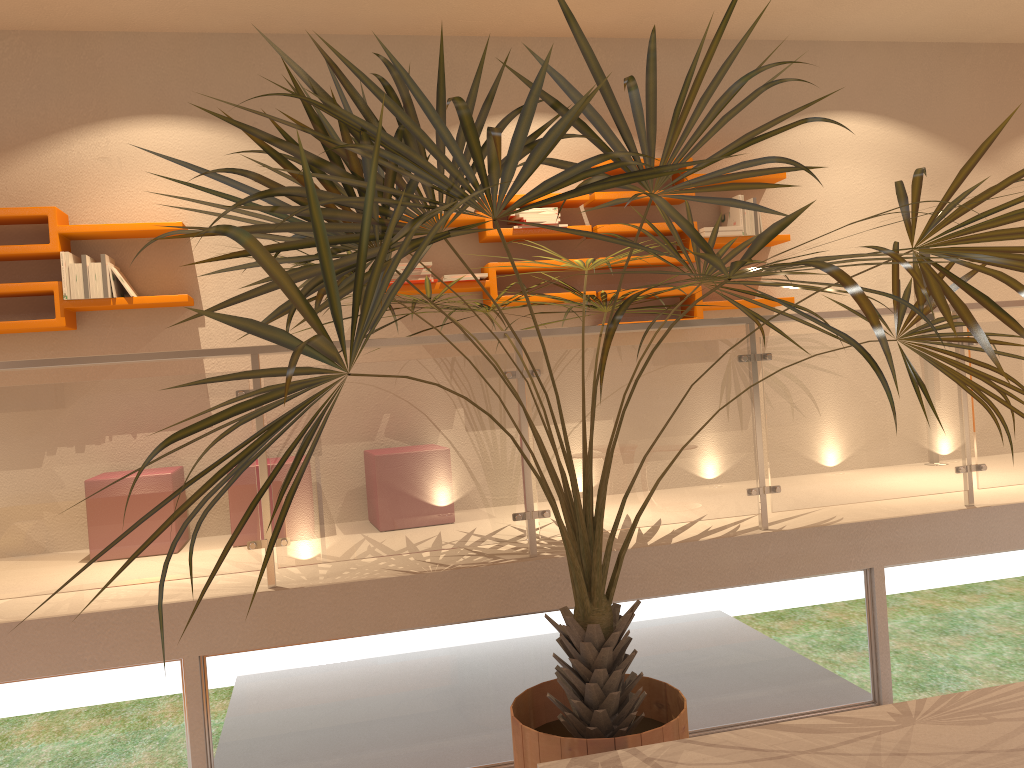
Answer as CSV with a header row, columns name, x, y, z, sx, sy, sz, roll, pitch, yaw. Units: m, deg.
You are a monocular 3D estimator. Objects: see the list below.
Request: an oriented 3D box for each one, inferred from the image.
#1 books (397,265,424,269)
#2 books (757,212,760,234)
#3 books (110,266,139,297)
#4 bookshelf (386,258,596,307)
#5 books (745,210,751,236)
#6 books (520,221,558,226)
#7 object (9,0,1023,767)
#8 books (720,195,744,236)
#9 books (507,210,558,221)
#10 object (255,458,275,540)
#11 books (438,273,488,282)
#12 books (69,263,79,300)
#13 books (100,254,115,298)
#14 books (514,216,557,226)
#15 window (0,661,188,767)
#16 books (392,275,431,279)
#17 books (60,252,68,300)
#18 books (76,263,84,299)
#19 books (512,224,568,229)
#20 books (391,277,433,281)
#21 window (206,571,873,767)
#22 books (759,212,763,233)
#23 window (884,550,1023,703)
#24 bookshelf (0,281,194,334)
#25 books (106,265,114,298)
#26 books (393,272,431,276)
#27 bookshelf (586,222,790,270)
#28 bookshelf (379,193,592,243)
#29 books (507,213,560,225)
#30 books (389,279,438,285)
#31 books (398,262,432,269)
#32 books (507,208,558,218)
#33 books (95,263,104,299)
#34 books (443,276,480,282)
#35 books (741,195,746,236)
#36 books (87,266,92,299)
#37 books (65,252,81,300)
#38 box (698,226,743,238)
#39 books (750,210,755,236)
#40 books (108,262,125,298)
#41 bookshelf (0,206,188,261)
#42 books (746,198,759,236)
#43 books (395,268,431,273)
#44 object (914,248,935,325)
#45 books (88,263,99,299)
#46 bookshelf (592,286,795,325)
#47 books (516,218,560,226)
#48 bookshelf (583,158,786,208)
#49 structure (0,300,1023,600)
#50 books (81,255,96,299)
name,x,y,z,sx,sy,sz,roll,pitch,yaw
books,-0.560,-0.596,4.662,0.190,0.015,0.254,-4,1,-6
books,1.366,-0.918,5.095,0.009,0.156,0.207,-4,1,-12
books,-1.907,-0.494,4.384,0.091,0.150,0.230,-4,1,-12
bookshelf,-0.132,-0.530,4.789,1.150,0.220,0.220,-4,1,-12
books,1.300,-0.919,5.083,0.027,0.169,0.230,-4,1,-12
books,0.127,-0.851,4.815,0.190,0.011,0.268,-4,1,-11
object,0.465,0.166,2.854,3.241,2.600,3.098,-4,1,-4
books,1.258,-0.945,5.075,0.017,0.227,0.230,-4,1,-12
books,0.109,-0.910,4.814,0.254,0.015,0.190,-4,1,-6
object,-1.193,0.571,4.425,0.390,0.377,0.390,-4,1,-12
books,-0.263,-0.563,4.723,0.230,0.017,0.226,-4,1,-12
books,-2.111,-0.488,4.329,0.027,0.169,0.230,-4,1,-12
books,-1.977,-0.518,4.354,0.021,0.210,0.207,-4,1,-12
books,0.129,-0.879,4.813,0.190,0.015,0.254,-4,1,-11
window,1.140,1.901,2.992,8.922,5.399,0.481,-4,1,0
books,-0.566,-0.548,4.645,0.254,0.015,0.190,-4,1,-16
books,-2.153,-0.514,4.321,0.017,0.227,0.230,-4,1,-12
books,-2.085,-0.490,4.343,0.027,0.169,0.230,-4,1,-12
books,0.132,-0.839,4.822,0.297,0.013,0.210,-4,1,-12
books,-0.556,-0.536,4.649,0.268,0.011,0.190,-4,1,-11
window,2.256,0.619,3.260,6.719,1.393,0.908,-4,1,7
books,1.378,-0.925,5.111,0.023,0.169,0.230,-4,1,-12
window,3.854,2.102,3.606,4.234,4.599,0.993,-4,1,19
bookshelf,-2.174,-0.380,4.338,1.150,0.220,0.220,-4,1,-12
books,-1.960,-0.493,4.359,0.009,0.156,0.207,-4,1,-12
books,-0.559,-0.564,4.644,0.254,0.015,0.190,-4,1,-11
bookshelf,1.005,-0.794,5.042,1.150,0.220,0.220,-4,1,-12
bookshelf,-0.158,-0.887,4.785,1.150,0.220,0.220,-4,1,-12
books,0.115,-0.894,4.814,0.230,0.017,0.227,-4,1,-17
books,-0.551,-0.524,4.649,0.297,0.013,0.210,-4,1,-12
books,-0.548,-0.613,4.660,0.230,0.017,0.226,-4,1,-12
books,0.109,-0.926,4.827,0.226,0.017,0.230,-4,1,-12
books,-2.002,-0.496,4.361,0.027,0.169,0.230,-4,1,-12
books,-0.275,-0.546,4.725,0.190,0.015,0.254,-4,1,-6
books,1.274,-0.946,5.086,0.017,0.227,0.230,-4,1,-12
books,-2.044,-0.487,4.340,0.009,0.156,0.207,-4,1,-12
books,-2.136,-0.515,4.332,0.017,0.227,0.230,-4,1,-12
box,1.148,-0.847,5.022,0.232,0.047,0.232,-4,1,-12
books,1.325,-0.921,5.097,0.027,0.169,0.230,-4,1,-12
books,-1.949,-0.500,4.375,0.023,0.169,0.230,-4,1,-12
bookshelf,-2.200,-0.737,4.334,1.150,0.220,0.220,-4,1,-12
books,1.350,-0.943,5.090,0.021,0.210,0.207,-4,1,-12
books,-0.560,-0.580,4.657,0.227,0.017,0.230,-4,1,-17
object,2.517,-0.170,5.353,0.111,1.317,0.116,-4,1,-6
books,-2.027,-0.494,4.347,0.027,0.169,0.230,-4,1,-12
bookshelf,1.031,-0.437,5.046,1.150,0.220,0.220,-4,1,-12
books,0.129,-0.864,4.805,0.190,0.015,0.254,-4,1,-16
bookshelf,0.980,-1.149,5.037,1.150,0.220,0.220,-4,1,-12
structure,-2.399,0.416,3.034,11.050,0.900,0.195,-4,1,-12
books,-2.061,-0.512,4.335,0.021,0.210,0.207,-4,1,-12
